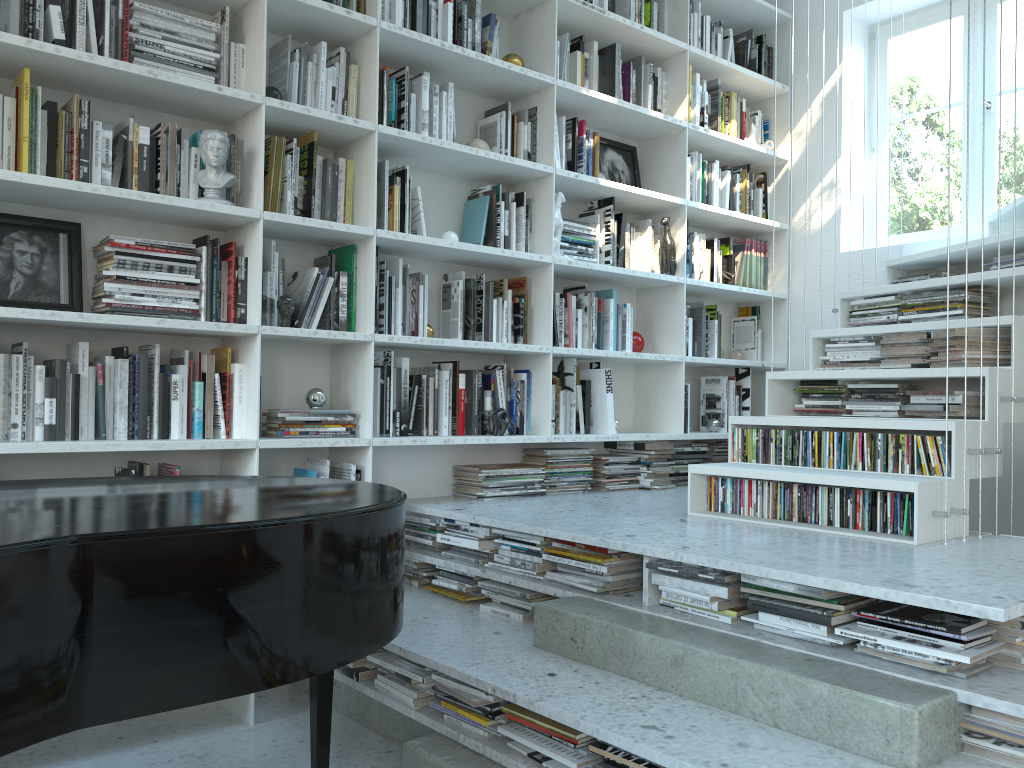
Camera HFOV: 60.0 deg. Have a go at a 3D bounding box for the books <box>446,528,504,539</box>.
[{"bbox_3d":[-0.112,0.535,3.227,0.143,0.012,0.264,2,-2,-34],"label":"books"}]

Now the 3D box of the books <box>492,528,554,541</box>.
[{"bbox_3d":[0.075,0.500,2.986,0.165,0.015,0.243,2,-2,-44],"label":"books"}]

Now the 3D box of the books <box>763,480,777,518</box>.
[{"bbox_3d":[0.911,0.397,3.072,0.125,0.125,0.008,2,-1,-39],"label":"books"}]

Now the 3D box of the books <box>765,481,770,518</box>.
[{"bbox_3d":[0.916,0.397,3.066,0.125,0.125,0.007,2,-1,-39],"label":"books"}]

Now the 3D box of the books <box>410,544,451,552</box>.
[{"bbox_3d":[-0.290,0.628,3.458,0.134,0.014,0.181,2,-2,-42],"label":"books"}]

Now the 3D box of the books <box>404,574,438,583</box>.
[{"bbox_3d":[-0.344,0.737,3.458,0.147,0.014,0.292,2,-2,-39],"label":"books"}]

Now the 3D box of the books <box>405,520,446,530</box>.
[{"bbox_3d":[-0.307,0.539,3.443,0.171,0.015,0.253,2,-2,-44],"label":"books"}]

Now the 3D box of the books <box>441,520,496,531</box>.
[{"bbox_3d":[-0.111,0.508,3.228,0.159,0.007,0.285,2,-2,-40],"label":"books"}]

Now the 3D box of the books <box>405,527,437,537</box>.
[{"bbox_3d":[-0.298,0.570,3.451,0.156,0.009,0.287,2,-2,-41],"label":"books"}]

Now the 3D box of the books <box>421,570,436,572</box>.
[{"bbox_3d":[-0.351,0.703,3.452,0.152,0.005,0.242,2,-2,-35],"label":"books"}]

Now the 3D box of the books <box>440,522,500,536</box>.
[{"bbox_3d":[-0.113,0.520,3.226,0.163,0.018,0.289,2,-2,-40],"label":"books"}]

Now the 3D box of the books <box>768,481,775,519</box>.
[{"bbox_3d":[0.921,0.397,3.060,0.125,0.125,0.008,2,-1,-39],"label":"books"}]

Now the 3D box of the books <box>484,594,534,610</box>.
[{"bbox_3d":[0.045,0.719,2.973,0.161,0.012,0.254,2,-2,-38],"label":"books"}]

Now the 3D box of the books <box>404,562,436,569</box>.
[{"bbox_3d":[-0.353,0.690,3.450,0.159,0.009,0.210,2,-2,-35],"label":"books"}]

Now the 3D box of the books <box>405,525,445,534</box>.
[{"bbox_3d":[-0.291,0.562,3.456,0.145,0.008,0.298,2,-2,-40],"label":"books"}]

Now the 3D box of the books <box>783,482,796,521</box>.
[{"bbox_3d":[0.961,0.397,3.012,0.125,0.125,0.009,2,-1,-39],"label":"books"}]

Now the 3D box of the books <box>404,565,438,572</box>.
[{"bbox_3d":[-0.359,0.697,3.446,0.184,0.006,0.262,2,-2,-38],"label":"books"}]

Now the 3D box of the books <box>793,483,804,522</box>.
[{"bbox_3d":[0.985,0.396,2.983,0.125,0.125,0.007,2,-1,-39],"label":"books"}]

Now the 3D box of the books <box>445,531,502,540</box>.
[{"bbox_3d":[-0.117,0.544,3.223,0.171,0.007,0.206,2,-2,-37],"label":"books"}]

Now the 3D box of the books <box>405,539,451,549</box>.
[{"bbox_3d":[-0.300,0.612,3.449,0.163,0.017,0.232,2,-2,-37],"label":"books"}]

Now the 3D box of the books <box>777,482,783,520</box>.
[{"bbox_3d":[0.946,0.397,3.029,0.125,0.125,0.008,2,-1,-39],"label":"books"}]

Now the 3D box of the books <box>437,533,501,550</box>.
[{"bbox_3d":[-0.126,0.562,3.215,0.189,0.030,0.237,2,-2,-42],"label":"books"}]

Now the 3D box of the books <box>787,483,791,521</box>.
[{"bbox_3d":[0.970,0.397,3.000,0.125,0.125,0.008,2,-1,-39],"label":"books"}]

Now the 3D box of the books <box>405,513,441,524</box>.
[{"bbox_3d":[-0.299,0.518,3.450,0.159,0.011,0.246,2,-2,-42],"label":"books"}]

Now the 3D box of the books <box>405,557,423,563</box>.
[{"bbox_3d":[-0.356,0.666,3.448,0.174,0.009,0.240,2,-2,-37],"label":"books"}]

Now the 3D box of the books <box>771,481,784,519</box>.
[{"bbox_3d":[0.931,0.397,3.048,0.125,0.125,0.008,2,-1,-39],"label":"books"}]

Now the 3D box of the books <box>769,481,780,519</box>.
[{"bbox_3d":[0.927,0.397,3.053,0.125,0.125,0.008,2,-1,-39],"label":"books"}]

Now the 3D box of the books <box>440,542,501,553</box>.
[{"bbox_3d":[-0.116,0.582,3.224,0.163,0.008,0.295,2,-2,-41],"label":"books"}]

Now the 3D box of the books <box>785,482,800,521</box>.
[{"bbox_3d":[0.966,0.397,3.006,0.125,0.125,0.007,2,-1,-39],"label":"books"}]

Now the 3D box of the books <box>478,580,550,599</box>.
[{"bbox_3d":[0.035,0.678,2.965,0.181,0.017,0.250,2,-2,-42],"label":"books"}]

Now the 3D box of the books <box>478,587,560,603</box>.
[{"bbox_3d":[0.039,0.691,2.968,0.178,0.009,0.276,2,-2,-38],"label":"books"}]

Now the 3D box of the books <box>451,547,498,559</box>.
[{"bbox_3d":[-0.103,0.606,3.234,0.131,0.021,0.240,2,-2,-37],"label":"books"}]

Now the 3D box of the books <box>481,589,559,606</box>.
[{"bbox_3d":[0.042,0.704,2.970,0.156,0.017,0.263,2,-2,-43],"label":"books"}]

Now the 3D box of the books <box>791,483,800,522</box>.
[{"bbox_3d":[0.980,0.396,2.988,0.125,0.125,0.007,2,-1,-39],"label":"books"}]

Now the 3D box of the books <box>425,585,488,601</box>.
[{"bbox_3d":[-0.166,0.745,3.201,0.187,0.009,0.261,2,-2,-36],"label":"books"}]

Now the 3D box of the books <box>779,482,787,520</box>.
[{"bbox_3d":[0.951,0.397,3.023,0.125,0.125,0.007,2,-1,-39],"label":"books"}]

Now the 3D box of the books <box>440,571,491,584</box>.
[{"bbox_3d":[-0.146,0.693,3.217,0.137,0.018,0.200,2,-2,-43],"label":"books"}]

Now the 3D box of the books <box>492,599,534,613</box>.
[{"bbox_3d":[0.050,0.733,2.977,0.138,0.014,0.214,2,-2,-35],"label":"books"}]

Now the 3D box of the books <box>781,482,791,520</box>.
[{"bbox_3d":[0.956,0.397,3.018,0.125,0.125,0.008,2,-1,-39],"label":"books"}]

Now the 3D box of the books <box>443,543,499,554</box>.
[{"bbox_3d":[-0.113,0.590,3.226,0.152,0.009,0.259,2,-2,-42],"label":"books"}]

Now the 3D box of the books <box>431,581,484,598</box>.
[{"bbox_3d":[-0.152,0.734,3.212,0.160,0.014,0.268,2,-2,-40],"label":"books"}]

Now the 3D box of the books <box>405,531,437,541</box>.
[{"bbox_3d":[-0.303,0.580,3.447,0.179,0.012,0.261,2,-2,-39],"label":"books"}]

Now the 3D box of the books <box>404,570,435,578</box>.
[{"bbox_3d":[-0.352,0.724,3.451,0.170,0.012,0.215,2,-2,-39],"label":"books"}]

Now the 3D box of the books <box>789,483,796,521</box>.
[{"bbox_3d":[0.975,0.396,2.994,0.125,0.125,0.007,2,-1,-39],"label":"books"}]

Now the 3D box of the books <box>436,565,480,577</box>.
[{"bbox_3d":[-0.148,0.668,3.216,0.149,0.014,0.228,2,-2,-41],"label":"books"}]

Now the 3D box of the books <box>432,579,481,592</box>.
[{"bbox_3d":[-0.161,0.718,3.205,0.180,0.017,0.182,2,-2,-42],"label":"books"}]

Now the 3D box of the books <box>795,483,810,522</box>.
[{"bbox_3d":[0.990,0.396,2.977,0.125,0.125,0.010,2,-1,-39],"label":"books"}]

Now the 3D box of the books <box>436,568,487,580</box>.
[{"bbox_3d":[-0.150,0.679,3.214,0.144,0.009,0.249,2,-2,-35],"label":"books"}]

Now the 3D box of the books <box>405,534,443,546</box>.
[{"bbox_3d":[-0.307,0.595,3.444,0.175,0.017,0.265,2,-2,-36],"label":"books"}]

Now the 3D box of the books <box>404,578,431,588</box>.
[{"bbox_3d":[-0.351,0.758,3.452,0.163,0.019,0.187,2,-2,-40],"label":"books"}]

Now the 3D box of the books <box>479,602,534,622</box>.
[{"bbox_3d":[0.029,0.753,2.960,0.189,0.028,0.202,2,-2,-44],"label":"books"}]

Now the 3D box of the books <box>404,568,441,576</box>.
[{"bbox_3d":[-0.349,0.712,3.453,0.159,0.012,0.278,2,-2,-40],"label":"books"}]

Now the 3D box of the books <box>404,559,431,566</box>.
[{"bbox_3d":[-0.351,0.678,3.452,0.152,0.015,0.208,2,-2,-34],"label":"books"}]

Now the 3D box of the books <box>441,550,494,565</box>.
[{"bbox_3d":[-0.118,0.624,3.222,0.173,0.017,0.233,2,-2,-40],"label":"books"}]

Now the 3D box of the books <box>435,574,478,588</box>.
[{"bbox_3d":[-0.151,0.706,3.213,0.159,0.009,0.228,2,-2,-38],"label":"books"}]

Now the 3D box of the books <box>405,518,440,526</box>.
[{"bbox_3d":[-0.299,0.528,3.450,0.167,0.008,0.234,2,-2,-40],"label":"books"}]

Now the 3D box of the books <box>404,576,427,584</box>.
[{"bbox_3d":[-0.351,0.746,3.452,0.144,0.005,0.257,2,-2,-34],"label":"books"}]

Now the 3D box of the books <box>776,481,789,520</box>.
[{"bbox_3d":[0.941,0.397,3.035,0.125,0.125,0.009,2,-1,-39],"label":"books"}]

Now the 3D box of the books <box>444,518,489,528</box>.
[{"bbox_3d":[-0.120,0.494,3.221,0.171,0.020,0.193,2,-2,-44],"label":"books"}]

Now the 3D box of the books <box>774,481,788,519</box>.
[{"bbox_3d":[0.936,0.397,3.041,0.125,0.125,0.008,2,-1,-39],"label":"books"}]
